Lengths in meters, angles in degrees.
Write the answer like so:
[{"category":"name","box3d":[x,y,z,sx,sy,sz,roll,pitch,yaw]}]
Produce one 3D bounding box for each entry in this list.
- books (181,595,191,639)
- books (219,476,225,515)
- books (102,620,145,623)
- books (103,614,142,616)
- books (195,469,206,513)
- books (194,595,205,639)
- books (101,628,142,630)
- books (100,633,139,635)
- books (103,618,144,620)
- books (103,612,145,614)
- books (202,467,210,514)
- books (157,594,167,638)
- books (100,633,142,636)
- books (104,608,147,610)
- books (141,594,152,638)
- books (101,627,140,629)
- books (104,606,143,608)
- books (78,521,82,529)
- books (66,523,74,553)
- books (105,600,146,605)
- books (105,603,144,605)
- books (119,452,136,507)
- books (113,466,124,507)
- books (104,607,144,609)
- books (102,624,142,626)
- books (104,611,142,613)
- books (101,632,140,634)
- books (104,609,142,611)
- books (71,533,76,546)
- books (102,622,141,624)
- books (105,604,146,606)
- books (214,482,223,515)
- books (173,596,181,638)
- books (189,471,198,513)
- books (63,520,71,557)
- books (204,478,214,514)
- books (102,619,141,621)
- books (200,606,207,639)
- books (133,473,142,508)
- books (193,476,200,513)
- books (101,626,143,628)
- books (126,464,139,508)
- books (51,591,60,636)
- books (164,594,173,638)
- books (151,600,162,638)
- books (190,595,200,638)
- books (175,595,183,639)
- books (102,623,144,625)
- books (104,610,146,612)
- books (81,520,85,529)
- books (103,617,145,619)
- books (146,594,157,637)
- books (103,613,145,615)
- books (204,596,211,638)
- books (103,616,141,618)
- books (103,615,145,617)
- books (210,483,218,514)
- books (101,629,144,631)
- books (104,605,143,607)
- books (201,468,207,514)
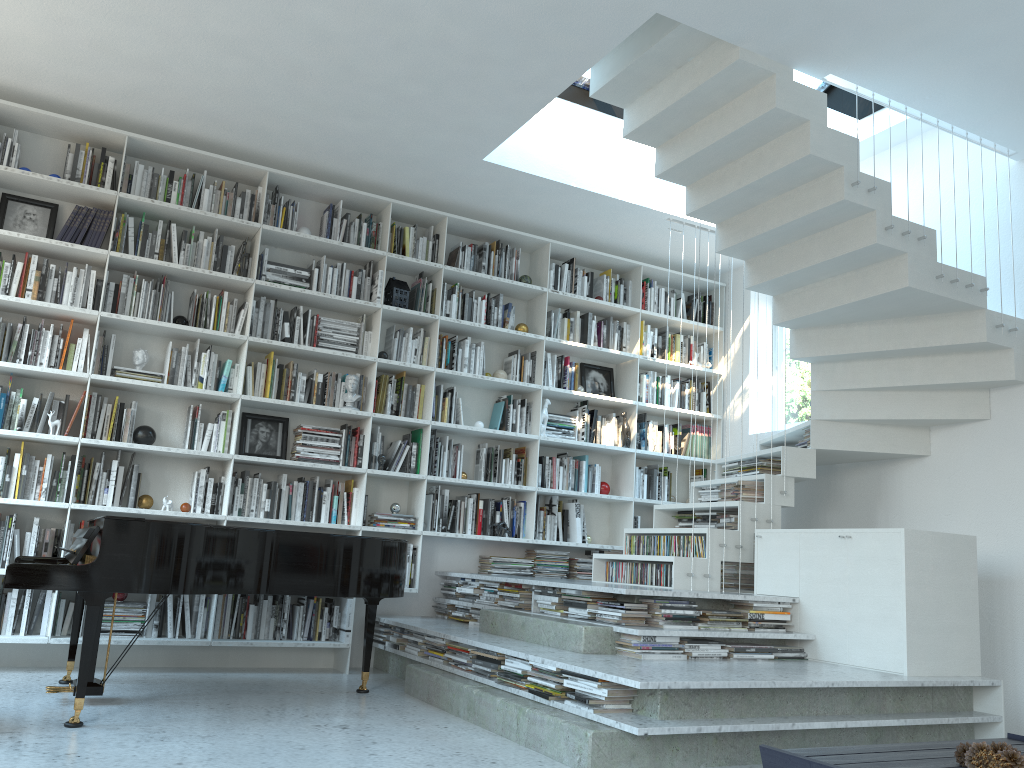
[{"category":"books","box3d":[-1.948,1.366,5.285,0.074,0.275,0.181,9,-12,-27]},{"category":"books","box3d":[-1.812,0.697,5.498,0.019,0.241,0.107,9,-12,-27]},{"category":"books","box3d":[-2.278,1.362,5.109,0.285,0.007,0.159,11,-13,-31]},{"category":"books","box3d":[-2.283,1.326,5.123,0.254,0.005,0.161,10,-13,-28]},{"category":"books","box3d":[-1.911,0.660,5.412,0.027,0.269,0.159,9,-12,-27]},{"category":"books","box3d":[-1.875,1.382,5.301,0.024,0.259,0.190,9,-12,-27]},{"category":"books","box3d":[-2.280,1.403,5.102,0.285,0.007,0.160,8,-12,-22]},{"category":"books","box3d":[-2.285,1.430,5.098,0.254,0.007,0.161,8,-12,-23]},{"category":"books","box3d":[-2.282,1.350,5.120,0.285,0.007,0.160,9,-13,-26]},{"category":"books","box3d":[-2.282,1.316,5.125,0.285,0.005,0.159,10,-13,-28]},{"category":"books","box3d":[-1.888,0.655,5.437,0.014,0.290,0.132,9,-12,-27]},{"category":"books","box3d":[-2.073,1.366,5.228,0.028,0.237,0.136,9,-12,-27]},{"category":"books","box3d":[-2.290,1.438,5.105,0.285,0.007,0.160,9,-13,-27]},{"category":"books","box3d":[-2.276,1.294,5.126,0.285,0.005,0.159,10,-13,-29]},{"category":"books","box3d":[-2.137,1.344,5.181,0.012,0.253,0.161,9,-12,-27]},{"category":"books","box3d":[-2.281,1.396,5.105,0.254,0.007,0.161,10,-13,-30]},{"category":"books","box3d":[-2.278,1.284,5.134,0.254,0.005,0.161,9,-13,-27]},{"category":"books","box3d":[-2.489,0.928,5.072,0.010,0.281,0.149,9,-12,-27]},{"category":"books","box3d":[-2.530,0.931,5.058,0.023,0.265,0.134,9,-12,-27]},{"category":"books","box3d":[-2.272,1.261,5.128,0.285,0.005,0.160,8,-12,-22]},{"category":"books","box3d":[-2.276,1.268,5.135,0.254,0.005,0.161,9,-13,-26]},{"category":"books","box3d":[-2.274,0.570,5.230,0.050,0.327,0.167,9,-12,-27]},{"category":"books","box3d":[-2.319,0.609,5.218,0.029,0.240,0.136,9,-12,-27]},{"category":"books","box3d":[-2.274,1.288,5.124,0.254,0.005,0.161,11,-13,-31]},{"category":"books","box3d":[-2.281,1.383,5.108,0.254,0.007,0.161,10,-13,-30]},{"category":"books","box3d":[-2.283,1.310,5.128,0.254,0.005,0.161,9,-13,-27]},{"category":"books","box3d":[-2.289,1.424,5.107,0.254,0.007,0.161,9,-13,-27]},{"category":"books","box3d":[-2.275,1.299,5.124,0.254,0.005,0.161,8,-12,-23]},{"category":"books","box3d":[-2.508,0.959,5.059,0.026,0.212,0.140,9,-12,-27]},{"category":"books","box3d":[-2.283,1.370,5.116,0.254,0.007,0.161,9,-13,-26]},{"category":"books","box3d":[-2.278,1.274,5.137,0.285,0.005,0.160,9,-13,-27]},{"category":"books","box3d":[-1.820,0.710,5.462,0.024,0.200,0.158,9,-12,-27]},{"category":"books","box3d":[-1.995,1.378,5.252,0.011,0.231,0.174,9,-12,-27]},{"category":"books","box3d":[-1.946,0.664,5.405,0.012,0.253,0.161,9,-12,-27]},{"category":"books","box3d":[-2.544,0.919,5.051,0.012,0.284,0.159,9,-12,-27]},{"category":"books","box3d":[-1.867,0.691,5.432,0.029,0.220,0.153,9,-12,-27]},{"category":"books","box3d":[-2.282,1.357,5.118,0.254,0.007,0.161,9,-13,-26]},{"category":"books","box3d":[-1.864,1.427,5.319,0.024,0.179,0.171,9,-12,-27]},{"category":"books","box3d":[-2.228,0.638,5.259,0.023,0.211,0.160,9,-12,-27]},{"category":"books","box3d":[-1.939,0.681,5.415,0.015,0.225,0.148,9,-12,-27]},{"category":"books","box3d":[-2.283,1.390,5.111,0.285,0.007,0.160,9,-13,-25]},{"category":"books","box3d":[-2.242,0.608,5.239,0.027,0.260,0.163,9,-12,-27]},{"category":"books","box3d":[-2.566,1.261,4.986,0.012,0.284,0.159,9,-12,-27]},{"category":"books","box3d":[-2.028,1.363,5.240,0.063,0.252,0.178,9,-12,-27]},{"category":"books","box3d":[-2.093,1.377,5.202,0.029,0.202,0.178,9,-12,-27]},{"category":"books","box3d":[-1.911,1.383,5.318,0.025,0.258,0.133,9,-12,-27]},{"category":"books","box3d":[-1.980,1.358,5.254,0.012,0.274,0.180,9,-12,-27]},{"category":"books","box3d":[-2.280,1.376,5.109,0.285,0.007,0.159,10,-13,-30]},{"category":"books","box3d":[-2.278,1.304,5.121,0.285,0.005,0.159,10,-13,-30]},{"category":"books","box3d":[-2.480,0.927,5.080,0.013,0.287,0.161,9,-12,-27]},{"category":"books","box3d":[-2.283,1.344,5.123,0.285,0.007,0.160,9,-13,-27]},{"category":"books","box3d":[-2.124,1.344,5.205,0.031,0.265,0.144,9,-12,-27]},{"category":"books","box3d":[-2.283,1.321,5.124,0.285,0.005,0.160,9,-13,-26]},{"category":"books","box3d":[-1.852,1.405,5.352,0.021,0.237,0.116,9,-12,-27]},{"category":"books","box3d":[-2.285,1.337,5.123,0.254,0.005,0.161,9,-13,-27]},{"category":"books","box3d":[-2.282,1.331,5.120,0.285,0.005,0.159,10,-13,-28]},{"category":"books","box3d":[-1.851,0.711,5.461,0.031,0.194,0.142,9,-12,-27]},{"category":"books","box3d":[-2.284,1.409,5.101,0.285,0.007,0.159,10,-13,-30]},{"category":"books","box3d":[-2.278,1.279,5.135,0.254,0.005,0.161,9,-13,-27]},{"category":"books","box3d":[-1.900,0.661,5.434,0.010,0.276,0.155,9,-12,-27]}]
